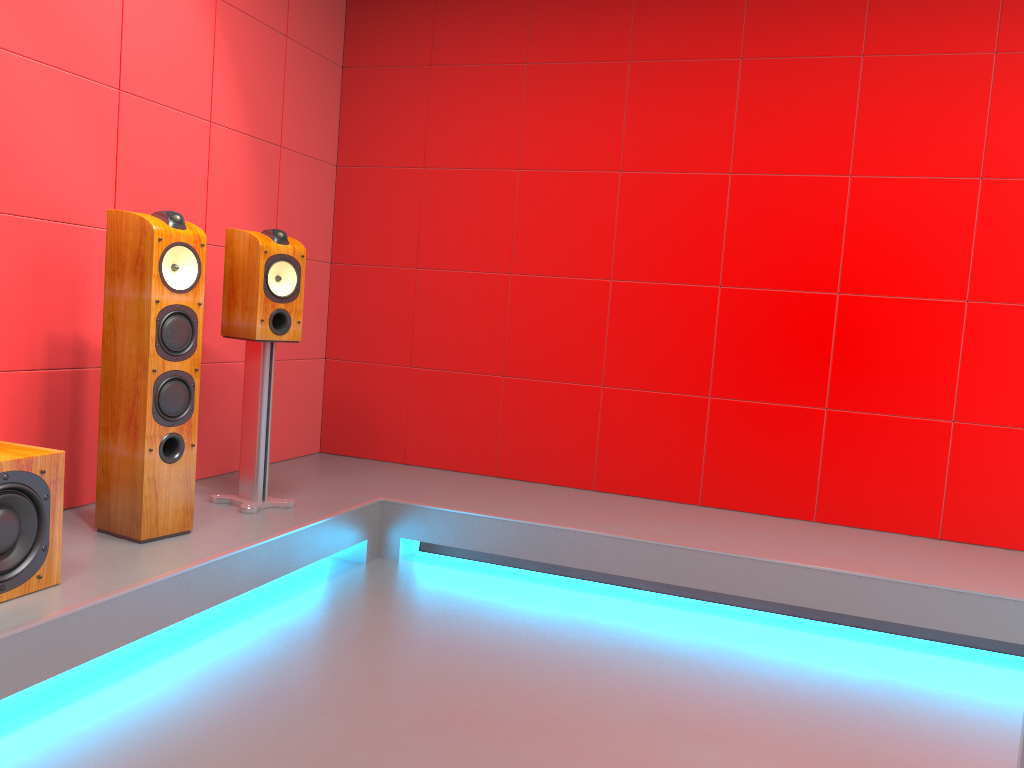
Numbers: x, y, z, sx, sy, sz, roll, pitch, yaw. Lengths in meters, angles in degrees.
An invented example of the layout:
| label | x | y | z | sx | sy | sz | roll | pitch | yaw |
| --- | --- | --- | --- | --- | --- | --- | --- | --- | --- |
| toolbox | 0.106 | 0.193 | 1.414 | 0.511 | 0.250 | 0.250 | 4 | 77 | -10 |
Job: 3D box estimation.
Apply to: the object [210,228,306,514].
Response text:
| label | x | y | z | sx | sy | sz | roll | pitch | yaw |
| --- | --- | --- | --- | --- | --- | --- | --- | --- | --- |
| object | -0.967 | -0.060 | 3.395 | 0.265 | 1.058 | 0.231 | 8 | 6 | 39 |

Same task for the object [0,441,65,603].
| label | x | y | z | sx | sy | sz | roll | pitch | yaw |
| --- | --- | --- | --- | --- | --- | --- | --- | --- | --- |
| object | -1.410 | 0.347 | 2.240 | 0.360 | 0.360 | 0.360 | 6 | 5 | 19 |

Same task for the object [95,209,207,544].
| label | x | y | z | sx | sy | sz | roll | pitch | yaw |
| --- | --- | --- | --- | --- | --- | --- | --- | --- | --- |
| object | -1.172 | -0.033 | 2.885 | 0.238 | 1.052 | 0.203 | 7 | 5 | 29 |

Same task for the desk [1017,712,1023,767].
| label | x | y | z | sx | sy | sz | roll | pitch | yaw |
| --- | --- | --- | --- | --- | --- | --- | --- | --- | --- |
| desk | 1.145 | 0.712 | 1.138 | 0.594 | 0.690 | 1.617 | 6 | 5 | 19 |
